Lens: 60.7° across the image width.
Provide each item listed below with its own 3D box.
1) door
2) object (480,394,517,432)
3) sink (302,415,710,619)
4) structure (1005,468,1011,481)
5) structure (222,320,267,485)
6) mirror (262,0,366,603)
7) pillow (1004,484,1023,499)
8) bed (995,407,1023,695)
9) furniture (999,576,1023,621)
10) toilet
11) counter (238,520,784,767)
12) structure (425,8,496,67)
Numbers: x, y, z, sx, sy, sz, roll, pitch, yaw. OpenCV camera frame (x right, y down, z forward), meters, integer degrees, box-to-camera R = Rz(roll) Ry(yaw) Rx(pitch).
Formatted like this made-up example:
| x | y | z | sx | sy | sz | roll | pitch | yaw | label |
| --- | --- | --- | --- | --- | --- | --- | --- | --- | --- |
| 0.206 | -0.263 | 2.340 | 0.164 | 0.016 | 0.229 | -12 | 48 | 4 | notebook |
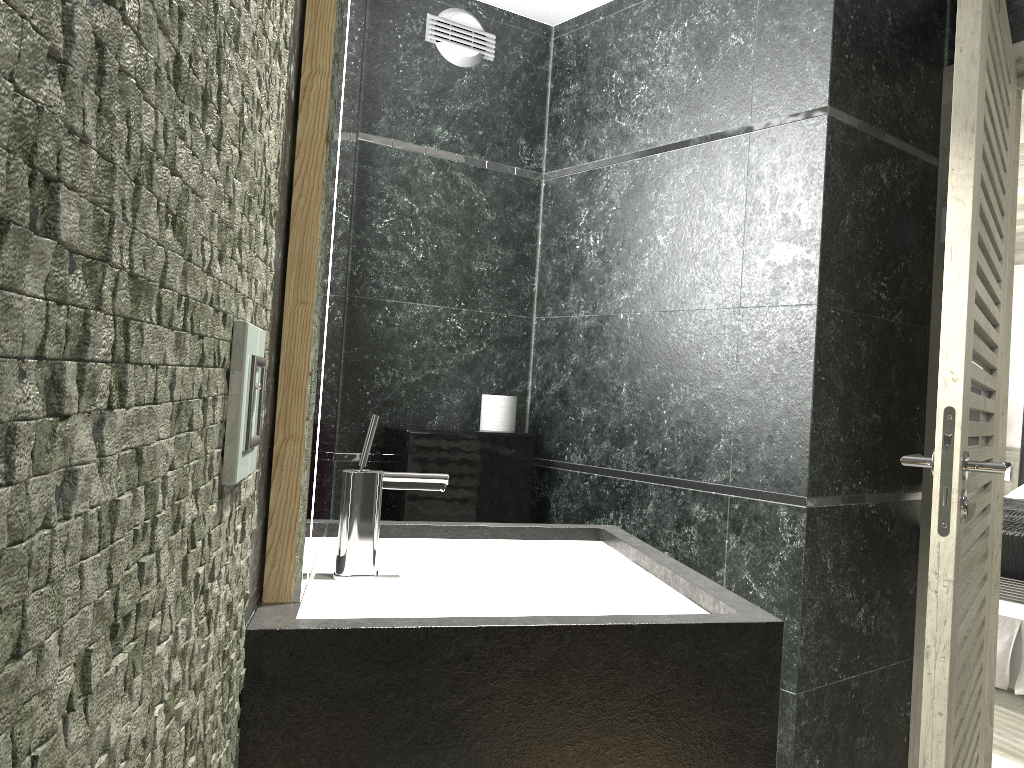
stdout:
| x | y | z | sx | sy | sz | roll | pitch | yaw | label |
| --- | --- | --- | --- | --- | --- | --- | --- | --- | --- |
| 1.368 | 0.168 | 2.101 | 1.119 | 2.516 | 1.399 | 5 | -2 | -29 | door |
| -0.050 | 0.108 | 3.240 | 0.126 | 0.130 | 0.131 | 3 | -1 | 9 | object |
| -0.027 | 0.263 | 1.379 | 0.562 | 0.408 | 0.696 | 4 | -1 | -12 | sink |
| 4.144 | 0.746 | 7.373 | 0.018 | 0.129 | 0.114 | 5 | -2 | -39 | structure |
| -0.222 | 0.015 | 0.740 | 0.017 | 0.129 | 0.119 | 4 | -1 | -9 | structure |
| -0.270 | -0.528 | 1.373 | 0.044 | 1.577 | 0.655 | 4 | -2 | -9 | mirror |
| 4.621 | 0.756 | 6.056 | 0.687 | 0.381 | 2.158 | 4 | -1 | -38 | pillow |
| 3.696 | 0.800 | 5.315 | 3.270 | 1.624 | 2.302 | 4 | -1 | -40 | bed |
| 2.442 | 1.241 | 3.894 | 0.632 | 0.560 | 1.705 | 5 | -1 | -39 | furniture |
| -0.025 | 0.758 | 2.784 | 0.531 | 1.176 | 1.010 | 5 | -2 | -30 | toilet |
| -0.013 | 0.801 | 1.113 | 0.666 | 1.052 | 1.279 | 4 | -1 | -11 | counter |
| -0.184 | -1.295 | 3.254 | 0.289 | 0.217 | 0.035 | 4 | -2 | -33 | structure |
